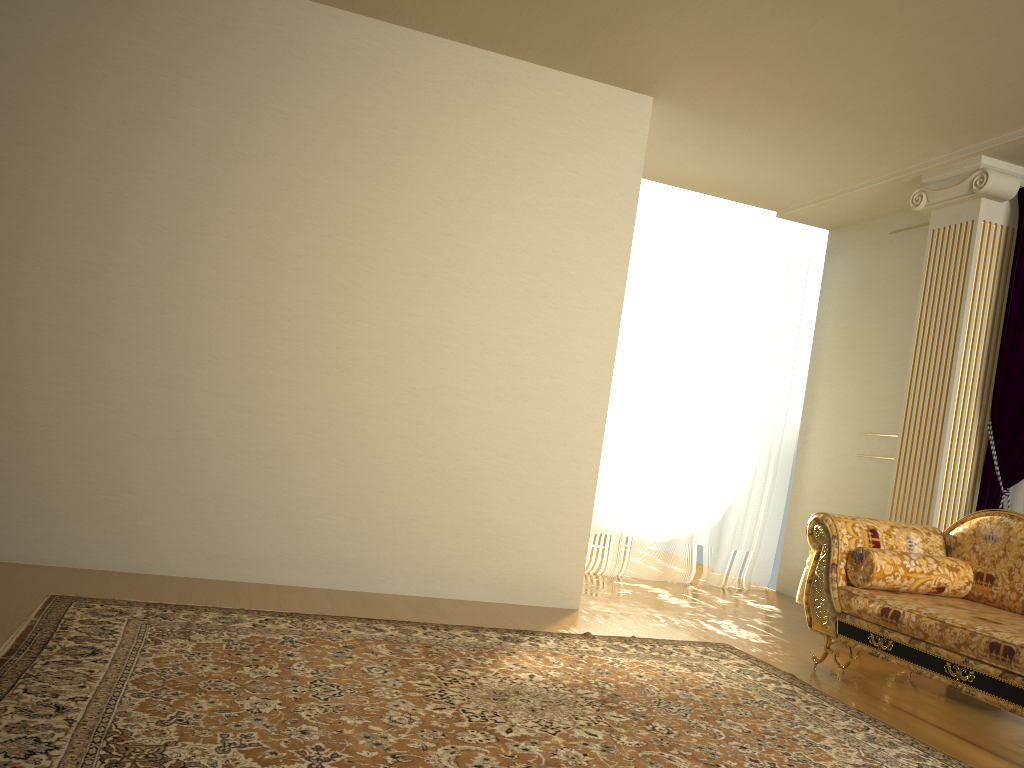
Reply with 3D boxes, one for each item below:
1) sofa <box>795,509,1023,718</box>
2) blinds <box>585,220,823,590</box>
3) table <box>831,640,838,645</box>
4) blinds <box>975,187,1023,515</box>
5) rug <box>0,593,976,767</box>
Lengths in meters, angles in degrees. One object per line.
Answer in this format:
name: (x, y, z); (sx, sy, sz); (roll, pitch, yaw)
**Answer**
sofa: (1.957, 0.936, 3.485); (0.695, 0.870, 1.890); (8, -3, -17)
blinds: (1.135, 0.157, 6.264); (2.171, 2.506, 0.163); (8, 1, -15)
table: (1.955, 1.128, 4.759); (0.569, 0.643, 0.574); (8, -1, 28)
blinds: (2.973, 0.208, 3.833); (0.340, 2.652, 2.230); (8, -1, -16)
rug: (-0.048, 1.044, 2.935); (3.087, 0.017, 2.114); (9, -3, -17)
